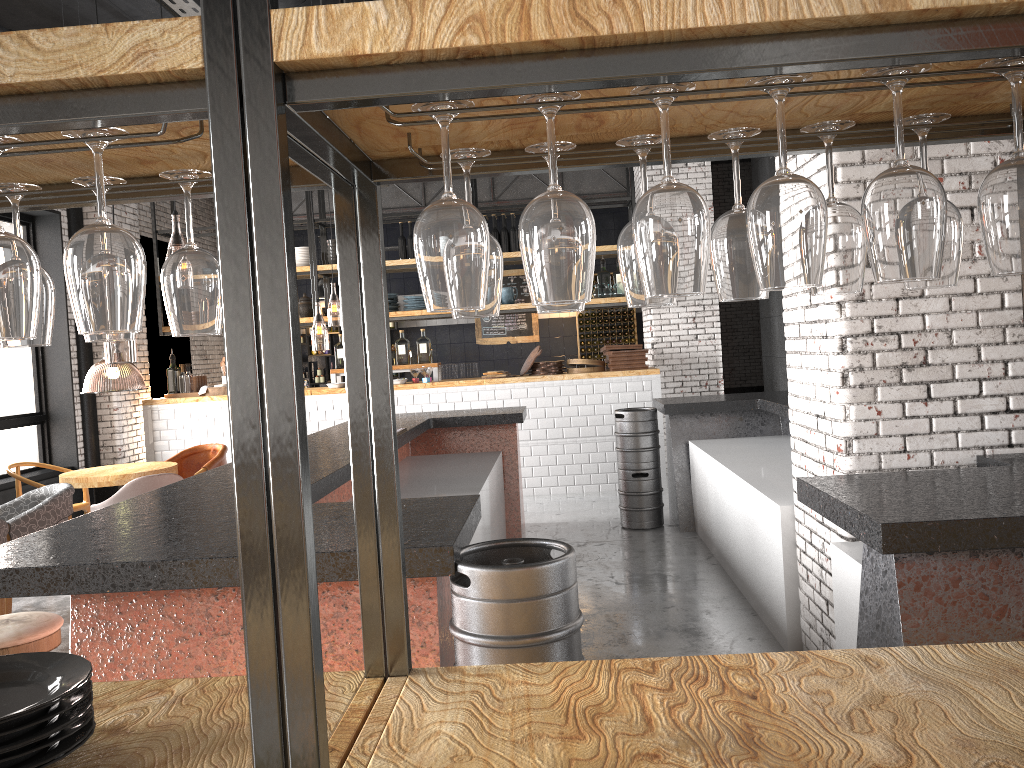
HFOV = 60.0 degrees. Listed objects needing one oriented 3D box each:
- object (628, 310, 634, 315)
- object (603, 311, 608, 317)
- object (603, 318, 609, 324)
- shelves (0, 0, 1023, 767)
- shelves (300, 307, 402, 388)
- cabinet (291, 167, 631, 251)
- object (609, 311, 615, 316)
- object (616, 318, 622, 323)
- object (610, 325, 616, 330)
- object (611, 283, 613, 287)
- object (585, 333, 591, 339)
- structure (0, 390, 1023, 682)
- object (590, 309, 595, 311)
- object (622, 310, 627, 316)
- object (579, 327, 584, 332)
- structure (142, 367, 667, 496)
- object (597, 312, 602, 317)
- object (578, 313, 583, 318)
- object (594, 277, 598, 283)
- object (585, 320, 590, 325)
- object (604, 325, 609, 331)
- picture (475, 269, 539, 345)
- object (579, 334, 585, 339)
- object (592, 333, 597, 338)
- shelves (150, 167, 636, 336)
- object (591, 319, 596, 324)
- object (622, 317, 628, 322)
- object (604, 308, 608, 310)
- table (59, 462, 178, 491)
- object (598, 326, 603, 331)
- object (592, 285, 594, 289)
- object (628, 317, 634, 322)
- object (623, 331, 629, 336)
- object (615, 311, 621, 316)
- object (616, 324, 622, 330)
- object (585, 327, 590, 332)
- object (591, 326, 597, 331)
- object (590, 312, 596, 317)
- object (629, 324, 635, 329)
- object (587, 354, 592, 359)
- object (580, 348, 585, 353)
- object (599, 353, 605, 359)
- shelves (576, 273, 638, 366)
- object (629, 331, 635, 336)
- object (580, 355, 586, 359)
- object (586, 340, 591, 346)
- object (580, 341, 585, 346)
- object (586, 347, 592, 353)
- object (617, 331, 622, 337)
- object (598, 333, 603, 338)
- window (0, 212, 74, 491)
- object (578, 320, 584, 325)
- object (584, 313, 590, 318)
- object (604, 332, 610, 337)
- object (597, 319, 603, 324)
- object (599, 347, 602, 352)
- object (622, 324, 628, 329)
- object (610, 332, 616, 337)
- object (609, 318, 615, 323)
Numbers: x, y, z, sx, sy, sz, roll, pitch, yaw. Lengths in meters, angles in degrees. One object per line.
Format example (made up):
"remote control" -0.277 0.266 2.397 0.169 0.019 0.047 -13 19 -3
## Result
"object" 1.791 -1.078 13.346 0.079 0.079 0.284 -4 2 3
"object" 1.415 -1.056 13.381 0.079 0.079 0.284 -4 2 3
"object" 1.420 -0.950 13.345 0.079 0.079 0.284 -4 2 3
"shelves" 0.273 -0.949 1.260 3.659 5.017 0.690 -4 1 3
"shelves" -2.619 -0.456 13.699 1.761 1.481 0.157 -3 1 3
"cabinet" -1.232 -2.552 12.881 5.863 1.768 0.682 -3 1 3
"object" 1.510 -1.062 13.377 0.079 0.079 0.284 -4 2 3
"object" 1.608 -0.961 13.339 0.079 0.079 0.284 -4 2 3
"object" 1.523 -0.852 13.380 0.079 0.079 0.284 -4 2 3
"object" 1.483 -1.481 13.369 0.079 0.079 0.284 -4 2 3
"object" 1.152 -0.724 13.387 0.079 0.079 0.284 -4 2 3
"structure" 0.596 0.640 5.384 4.310 1.533 5.880 -3 2 3
"object" 1.221 -1.150 13.389 0.079 0.079 0.284 -4 2 3
"object" 1.698 -1.073 13.367 0.079 0.079 0.284 -4 2 3
"object" 1.051 -0.823 13.390 0.079 0.079 0.284 -4 2 3
"structure" -1.195 0.648 10.586 5.799 1.345 1.512 -3 2 3
"object" 1.321 -1.051 13.391 0.079 0.079 0.284 -4 2 3
"object" 1.038 -1.032 13.377 0.079 0.079 0.284 -4 2 3
"object" 1.289 -1.575 13.381 0.079 0.079 0.284 -4 2 3
"object" 1.139 -0.934 13.383 0.079 0.079 0.284 -4 2 3
"object" 1.427 -0.845 13.351 0.079 0.079 0.284 -4 2 3
"picture" -0.099 -1.188 13.723 0.980 1.142 0.021 -4 1 3
"object" 1.057 -0.717 13.369 0.079 0.079 0.284 -4 2 3
"object" 1.246 -0.729 13.373 0.079 0.079 0.284 -4 2 3
"shelves" -1.421 -2.286 10.605 5.676 3.065 0.598 -3 1 3
"object" 1.232 -0.939 13.359 0.079 0.079 0.284 -4 2 3
"object" 1.703 -0.968 13.353 0.079 0.079 0.284 -4 2 3
"object" 1.407 -1.160 13.345 0.079 0.079 0.284 -4 2 3
"table" -3.347 1.136 7.629 0.933 0.809 0.932 -5 2 -44
"object" 1.332 -0.839 13.352 0.079 0.079 0.284 -4 2 3
"object" 1.199 -1.463 13.349 0.079 0.079 0.284 -4 2 3
"object" 1.799 -0.974 13.368 0.079 0.079 0.284 -4 2 3
"object" 1.717 -0.759 13.373 0.079 0.079 0.284 -4 2 3
"object" 1.603 -1.067 13.356 0.079 0.079 0.284 -4 2 3
"object" 1.615 -0.856 13.337 0.079 0.079 0.284 -4 2 3
"object" 1.146 -0.830 13.405 0.079 0.079 0.284 -4 2 3
"object" 1.240 -0.835 13.395 0.079 0.079 0.284 -4 2 3
"object" 1.226 -1.044 13.376 0.079 0.079 0.284 -4 2 3
"object" 1.804 -0.869 13.350 0.079 0.079 0.284 -4 2 3
"object" 1.173 -0.410 13.412 0.079 0.079 0.281 -4 2 3
"object" 1.071 -0.508 13.386 0.079 0.079 0.281 -4 2 3
"object" 1.359 -0.420 13.363 0.079 0.079 0.281 -4 2 3
"shelves" 1.447 -0.596 13.440 0.889 2.147 0.251 -4 1 3
"object" 1.810 -0.763 13.333 0.079 0.079 0.284 -4 2 3
"object" 1.078 -0.404 13.397 0.079 0.079 0.281 -4 2 3
"object" 1.157 -0.618 13.369 0.079 0.079 0.281 -4 2 3
"object" 1.065 -0.614 13.408 0.079 0.079 0.281 -4 2 3
"object" 1.164 -0.513 13.367 0.079 0.079 0.281 -4 2 3
"object" 1.623 -0.752 13.362 0.079 0.079 0.284 -4 2 3
"object" 1.340 -0.735 13.377 0.079 0.079 0.284 -4 2 3
"window" -4.890 -0.379 8.493 0.365 2.696 1.535 -4 1 3
"object" 1.046 -0.929 13.404 0.079 0.079 0.284 -4 2 3
"object" 1.131 -1.037 13.358 0.079 0.079 0.284 -4 2 3
"object" 1.434 -0.741 13.372 0.079 0.079 0.284 -4 2 3
"object" 1.327 -0.945 13.373 0.079 0.079 0.284 -4 2 3
"object" 1.352 -0.525 13.357 0.079 0.079 0.281 -4 2 3
"object" 1.711 -0.864 13.371 0.079 0.079 0.284 -4 2 3
"object" 1.529 -0.748 13.387 0.079 0.079 0.284 -4 2 3
"object" 1.515 -0.956 13.363 0.079 0.079 0.284 -4 2 3
